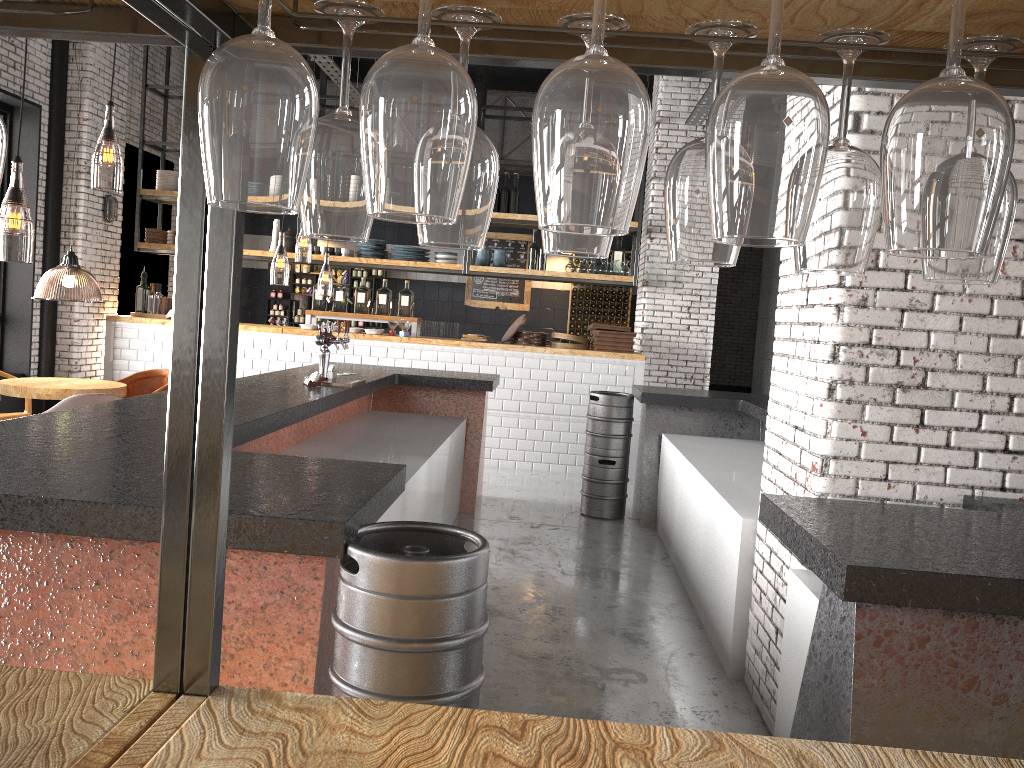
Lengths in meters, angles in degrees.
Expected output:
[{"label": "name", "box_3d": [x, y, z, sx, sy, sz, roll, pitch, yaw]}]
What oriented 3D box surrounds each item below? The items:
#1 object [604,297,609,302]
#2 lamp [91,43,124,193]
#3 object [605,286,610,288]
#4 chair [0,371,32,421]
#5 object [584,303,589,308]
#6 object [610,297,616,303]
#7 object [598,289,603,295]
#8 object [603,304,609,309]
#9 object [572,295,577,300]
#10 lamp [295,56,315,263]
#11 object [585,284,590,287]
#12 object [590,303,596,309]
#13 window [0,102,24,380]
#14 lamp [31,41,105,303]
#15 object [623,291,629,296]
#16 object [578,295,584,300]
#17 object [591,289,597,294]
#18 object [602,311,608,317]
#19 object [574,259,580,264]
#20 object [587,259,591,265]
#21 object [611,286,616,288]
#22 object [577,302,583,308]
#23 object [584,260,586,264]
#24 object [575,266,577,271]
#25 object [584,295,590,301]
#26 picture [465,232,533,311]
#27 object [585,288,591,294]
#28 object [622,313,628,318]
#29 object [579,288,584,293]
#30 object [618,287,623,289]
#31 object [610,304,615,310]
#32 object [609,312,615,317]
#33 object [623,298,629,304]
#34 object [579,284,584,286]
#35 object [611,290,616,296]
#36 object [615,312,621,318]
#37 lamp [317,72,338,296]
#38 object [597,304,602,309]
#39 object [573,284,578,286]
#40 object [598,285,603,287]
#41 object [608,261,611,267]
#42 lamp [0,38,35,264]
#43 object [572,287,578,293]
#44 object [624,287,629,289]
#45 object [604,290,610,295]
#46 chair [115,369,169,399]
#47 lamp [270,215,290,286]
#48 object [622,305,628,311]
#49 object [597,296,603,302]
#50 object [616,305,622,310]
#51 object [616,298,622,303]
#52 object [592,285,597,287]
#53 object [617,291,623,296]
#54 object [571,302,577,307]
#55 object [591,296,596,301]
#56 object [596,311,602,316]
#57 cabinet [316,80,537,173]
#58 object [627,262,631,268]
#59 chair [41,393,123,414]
[{"label": "object", "box_3d": [1.384, -1.234, 12.953, 0.079, 0.079, 0.284, 4, 4, 3]}, {"label": "lamp", "box_3d": [-1.429, -1.505, 3.208, 0.108, 1.597, 0.108, 6, 4, 35]}, {"label": "object", "box_3d": [1.399, -1.443, 12.942, 0.079, 0.079, 0.284, 4, 4, 3]}, {"label": "chair", "box_3d": [-4.420, 0.292, 7.374, 0.644, 0.920, 0.613, 5, 4, 10]}, {"label": "object", "box_3d": [1.095, -1.152, 12.987, 0.079, 0.079, 0.284, 4, 4, 3]}, {"label": "object", "box_3d": [1.477, -1.225, 12.930, 0.079, 0.079, 0.284, 4, 4, 3]}, {"label": "object", "box_3d": [1.298, -1.347, 12.967, 0.079, 0.079, 0.284, 4, 4, 3]}, {"label": "object", "box_3d": [1.377, -1.130, 12.974, 0.079, 0.079, 0.284, 4, 4, 3]}, {"label": "object", "box_3d": [0.914, -1.270, 12.991, 0.079, 0.079, 0.284, 4, 4, 3]}, {"label": "lamp", "box_3d": [-1.310, -1.588, 5.755, 0.108, 1.597, 0.108, 6, 4, 35]}, {"label": "object", "box_3d": [1.117, -1.465, 12.970, 0.079, 0.079, 0.284, 4, 4, 3]}, {"label": "object", "box_3d": [1.187, -1.142, 12.944, 0.079, 0.079, 0.284, 4, 4, 3]}, {"label": "window", "box_3d": [-5.009, -1.342, 8.047, 0.365, 2.694, 1.536, 4, 3, 3]}, {"label": "lamp", "box_3d": [-3.495, -1.867, 7.100, 0.537, 2.403, 0.536, 7, 4, 44]}, {"label": "object", "box_3d": [1.673, -1.317, 12.934, 0.079, 0.079, 0.284, 4, 4, 3]}, {"label": "object", "box_3d": [1.007, -1.262, 12.971, 0.079, 0.079, 0.284, 4, 4, 3]}, {"label": "object", "box_3d": [1.204, -1.354, 12.976, 0.079, 0.079, 0.284, 4, 4, 3]}, {"label": "object", "box_3d": [1.369, -1.026, 12.984, 0.079, 0.079, 0.284, 4, 4, 3]}, {"label": "object", "box_3d": [0.952, -1.793, 12.961, 0.079, 0.079, 0.284, 4, 4, 3]}, {"label": "object", "box_3d": [1.138, -1.777, 12.918, 0.079, 0.079, 0.284, 4, 4, 3]}, {"label": "object", "box_3d": [1.494, -1.437, 12.957, 0.079, 0.079, 0.284, 4, 4, 3]}, {"label": "object", "box_3d": [1.001, -1.159, 12.996, 0.079, 0.079, 0.284, 4, 4, 3]}, {"label": "object", "box_3d": [1.044, -1.783, 12.919, 0.079, 0.079, 0.284, 4, 4, 3]}, {"label": "object", "box_3d": [0.945, -1.689, 12.972, 0.079, 0.079, 0.284, 4, 4, 3]}, {"label": "object", "box_3d": [1.100, -1.254, 12.947, 0.079, 0.079, 0.284, 4, 4, 3]}, {"label": "picture", "box_3d": [-0.187, -1.692, 13.291, 0.980, 1.141, 0.021, 4, 3, 3]}, {"label": "object", "box_3d": [1.109, -1.360, 12.960, 0.079, 0.079, 0.284, 4, 4, 3]}, {"label": "object", "box_3d": [1.650, -1.002, 12.933, 0.079, 0.079, 0.284, 4, 4, 3]}, {"label": "object", "box_3d": [1.014, -1.365, 12.942, 0.079, 0.079, 0.284, 4, 4, 3]}, {"label": "object", "box_3d": [1.588, -1.430, 12.948, 0.079, 0.079, 0.284, 4, 4, 3]}, {"label": "object", "box_3d": [1.469, -1.120, 12.931, 0.079, 0.079, 0.284, 4, 4, 3]}, {"label": "object", "box_3d": [1.462, -1.017, 12.960, 0.079, 0.079, 0.284, 4, 4, 3]}, {"label": "object", "box_3d": [1.667, -1.214, 12.960, 0.079, 0.079, 0.284, 4, 4, 3]}, {"label": "object", "box_3d": [1.022, -1.470, 12.940, 0.079, 0.079, 0.284, 4, 4, 3]}, {"label": "object", "box_3d": [1.485, -1.331, 12.943, 0.079, 0.079, 0.284, 4, 4, 3]}, {"label": "object", "box_3d": [1.557, -1.011, 12.971, 0.079, 0.079, 0.284, 4, 4, 3]}, {"label": "lamp", "box_3d": [-1.295, -1.433, 6.354, 0.108, 1.597, 0.108, 6, 4, 35]}, {"label": "object", "box_3d": [1.281, -1.135, 12.944, 0.079, 0.079, 0.284, 4, 4, 3]}, {"label": "object", "box_3d": [0.928, -1.478, 12.963, 0.079, 0.079, 0.284, 4, 4, 3]}, {"label": "object", "box_3d": [1.304, -1.449, 12.927, 0.079, 0.079, 0.284, 4, 4, 3]}, {"label": "object", "box_3d": [1.422, -1.758, 12.940, 0.079, 0.079, 0.284, 4, 4, 3]}, {"label": "lamp", "box_3d": [-1.478, -1.169, 2.686, 0.108, 1.597, 0.108, 6, 4, 35]}, {"label": "object", "box_3d": [0.920, -1.373, 12.960, 0.079, 0.079, 0.284, 4, 4, 3]}, {"label": "object", "box_3d": [1.680, -1.421, 12.920, 0.079, 0.079, 0.284, 4, 4, 3]}, {"label": "object", "box_3d": [1.392, -1.339, 12.963, 0.079, 0.079, 0.284, 4, 4, 3]}, {"label": "chair", "box_3d": [-3.207, 0.341, 7.837, 0.681, 0.928, 0.644, 6, 4, 25]}, {"label": "lamp", "box_3d": [-1.296, -1.369, 5.110, 0.108, 1.597, 0.108, 3, 3, -16]}, {"label": "object", "box_3d": [1.658, -1.108, 12.946, 0.079, 0.079, 0.284, 4, 4, 3]}, {"label": "object", "box_3d": [1.288, -1.239, 12.934, 0.079, 0.079, 0.284, 4, 4, 3]}, {"label": "object", "box_3d": [1.565, -1.116, 12.966, 0.079, 0.079, 0.284, 4, 4, 3]}, {"label": "object", "box_3d": [1.572, -1.219, 12.945, 0.079, 0.079, 0.284, 4, 4, 3]}, {"label": "object", "box_3d": [1.211, -1.457, 12.950, 0.079, 0.079, 0.284, 4, 4, 3]}, {"label": "object", "box_3d": [1.580, -1.325, 12.955, 0.079, 0.079, 0.284, 4, 4, 3]}, {"label": "object", "box_3d": [0.906, -1.165, 12.981, 0.079, 0.079, 0.284, 4, 4, 3]}, {"label": "object", "box_3d": [1.195, -1.248, 12.962, 0.079, 0.079, 0.284, 4, 4, 3]}, {"label": "object", "box_3d": [1.274, -1.032, 12.969, 0.079, 0.079, 0.284, 4, 4, 3]}, {"label": "cabinet", "box_3d": [-1.121, -3.163, 12.390, 5.864, 1.766, 0.683, 4, 3, 3]}, {"label": "object", "box_3d": [1.702, -1.734, 12.888, 0.079, 0.079, 0.284, 4, 4, 3]}, {"label": "chair", "box_3d": [-3.271, 0.452, 6.741, 0.770, 0.849, 0.803, 1, 5, -38]}]
